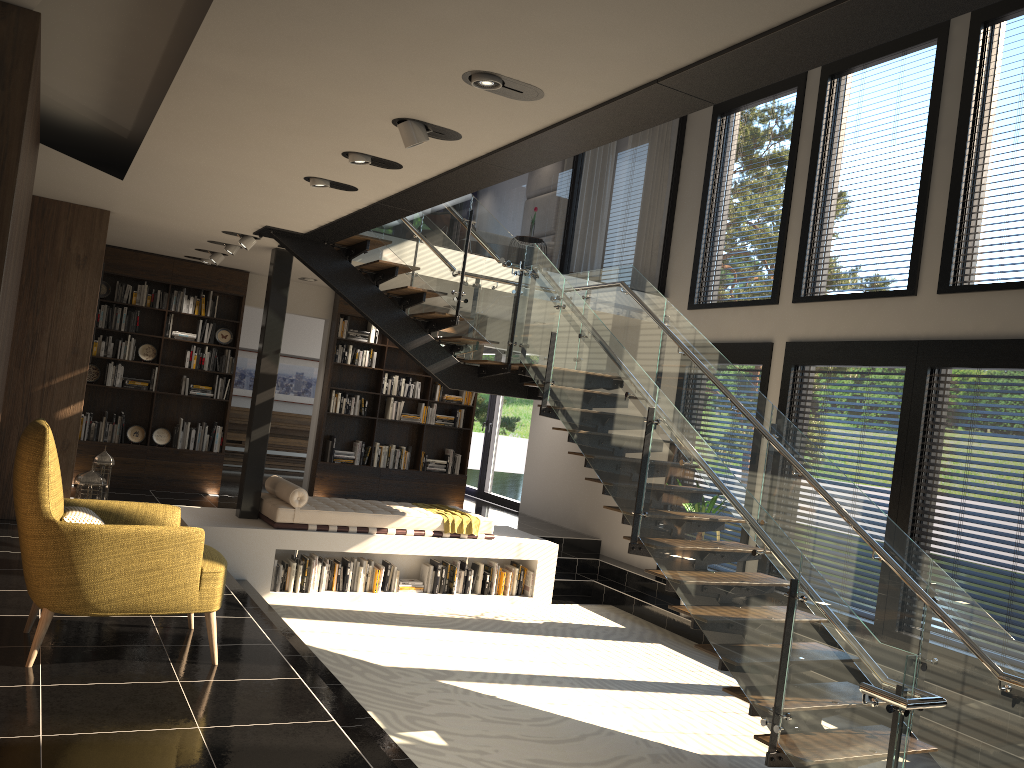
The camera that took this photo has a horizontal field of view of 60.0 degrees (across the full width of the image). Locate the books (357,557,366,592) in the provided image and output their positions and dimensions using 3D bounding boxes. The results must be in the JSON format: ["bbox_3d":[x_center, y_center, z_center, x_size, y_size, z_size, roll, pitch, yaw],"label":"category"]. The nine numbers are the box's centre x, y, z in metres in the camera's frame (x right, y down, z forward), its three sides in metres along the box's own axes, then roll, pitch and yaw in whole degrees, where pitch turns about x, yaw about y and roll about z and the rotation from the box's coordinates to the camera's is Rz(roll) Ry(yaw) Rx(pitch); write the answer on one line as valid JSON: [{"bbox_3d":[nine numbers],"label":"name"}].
[{"bbox_3d":[-1.477,1.848,8.607,0.026,0.305,0.187,8,-1,-28],"label":"books"}]

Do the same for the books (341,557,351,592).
[{"bbox_3d":[-1.608,1.831,8.519,0.033,0.299,0.195,8,-1,-28],"label":"books"}]

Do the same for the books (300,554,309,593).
[{"bbox_3d":[-1.950,1.766,8.270,0.030,0.322,0.202,8,-1,-28],"label":"books"}]

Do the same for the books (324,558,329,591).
[{"bbox_3d":[-1.783,1.807,8.431,0.020,0.295,0.102,8,-1,-28],"label":"books"}]

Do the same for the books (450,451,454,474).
[{"bbox_3d":[-0.845,1.056,12.031,0.027,0.311,0.148,8,-1,-28],"label":"books"}]

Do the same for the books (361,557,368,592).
[{"bbox_3d":[-1.455,1.851,8.614,0.020,0.305,0.172,8,-1,-28],"label":"books"}]

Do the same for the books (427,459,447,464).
[{"bbox_3d":[-1.038,1.036,11.929,0.288,0.030,0.175,8,-2,-24],"label":"books"}]

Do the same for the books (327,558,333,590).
[{"bbox_3d":[-1.763,1.817,8.492,0.025,0.285,0.137,8,-1,-28],"label":"books"}]

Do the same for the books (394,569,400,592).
[{"bbox_3d":[-1.171,1.938,8.791,0.030,0.218,0.186,8,-2,-28],"label":"books"}]

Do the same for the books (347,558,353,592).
[{"bbox_3d":[-1.589,1.838,8.544,0.025,0.293,0.205,8,-1,-28],"label":"books"}]

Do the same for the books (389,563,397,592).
[{"bbox_3d":[-1.190,1.916,8.779,0.020,0.257,0.154,8,-1,-28],"label":"books"}]

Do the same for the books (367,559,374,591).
[{"bbox_3d":[-1.396,1.867,8.680,0.037,0.293,0.128,8,-1,-28],"label":"books"}]

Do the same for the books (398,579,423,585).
[{"bbox_3d":[-1.039,1.982,8.883,0.249,0.026,0.148,9,-2,-31],"label":"books"}]

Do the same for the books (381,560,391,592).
[{"bbox_3d":[-1.254,1.893,8.754,0.031,0.284,0.176,8,-1,-28],"label":"books"}]

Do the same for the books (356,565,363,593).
[{"bbox_3d":[-1.496,1.875,8.579,0.027,0.246,0.193,8,-1,-28],"label":"books"}]

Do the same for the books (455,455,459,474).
[{"bbox_3d":[-0.787,1.093,12.062,0.023,0.254,0.191,8,-1,-28],"label":"books"}]

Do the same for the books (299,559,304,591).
[{"bbox_3d":[-1.991,1.782,8.281,0.028,0.279,0.120,8,-1,-28],"label":"books"}]

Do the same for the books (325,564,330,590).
[{"bbox_3d":[-1.789,1.833,8.481,0.026,0.246,0.149,8,-1,-28],"label":"books"}]

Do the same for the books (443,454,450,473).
[{"bbox_3d":[-0.896,1.080,12.001,0.026,0.246,0.149,8,-1,-28],"label":"books"}]

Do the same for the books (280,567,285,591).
[{"bbox_3d":[-2.148,1.794,8.209,0.029,0.211,0.130,8,-1,-28],"label":"books"}]

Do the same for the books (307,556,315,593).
[{"bbox_3d":[-1.900,1.780,8.295,0.028,0.309,0.211,8,-1,-28],"label":"books"}]

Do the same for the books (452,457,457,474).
[{"bbox_3d":[-0.811,1.100,12.059,0.022,0.234,0.178,8,-1,-28],"label":"books"}]

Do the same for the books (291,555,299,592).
[{"bbox_3d":[-2.039,1.758,8.258,0.029,0.314,0.163,8,-1,-28],"label":"books"}]

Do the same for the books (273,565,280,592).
[{"bbox_3d":[-2.179,1.779,8.157,0.024,0.229,0.171,8,-1,-28],"label":"books"}]

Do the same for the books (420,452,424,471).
[{"bbox_3d":[-1.231,1.022,11.837,0.024,0.263,0.174,8,-1,-28],"label":"books"}]

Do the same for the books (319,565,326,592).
[{"bbox_3d":[-1.809,1.829,8.377,0.029,0.240,0.165,8,-1,-28],"label":"books"}]

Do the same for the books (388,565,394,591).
[{"bbox_3d":[-1.231,1.913,8.786,0.045,0.251,0.142,8,-1,-28],"label":"books"}]

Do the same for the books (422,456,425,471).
[{"bbox_3d":[-1.207,1.058,11.836,0.025,0.199,0.149,8,-1,-28],"label":"books"}]

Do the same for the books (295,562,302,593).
[{"bbox_3d":[-2.001,1.792,8.239,0.027,0.254,0.204,8,-2,-28],"label":"books"}]

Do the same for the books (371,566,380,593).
[{"bbox_3d":[-1.351,1.903,8.656,0.028,0.232,0.205,8,-2,-28],"label":"books"}]

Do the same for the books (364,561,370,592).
[{"bbox_3d":[-1.439,1.860,8.627,0.023,0.293,0.157,8,-1,-28],"label":"books"}]

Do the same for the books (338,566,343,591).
[{"bbox_3d":[-1.660,1.857,8.519,0.050,0.234,0.149,8,-1,-28],"label":"books"}]

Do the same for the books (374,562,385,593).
[{"bbox_3d":[-1.319,1.895,8.682,0.050,0.258,0.215,8,-2,-28],"label":"books"}]

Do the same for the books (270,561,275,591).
[{"bbox_3d":[-2.233,1.751,8.161,0.025,0.270,0.156,8,-1,-28],"label":"books"}]

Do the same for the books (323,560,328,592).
[{"bbox_3d":[-1.791,1.817,8.401,0.021,0.270,0.148,8,-1,-28],"label":"books"}]

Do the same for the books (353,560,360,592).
[{"bbox_3d":[-1.527,1.850,8.588,0.025,0.287,0.169,8,-1,-28],"label":"books"}]

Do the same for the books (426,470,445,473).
[{"bbox_3d":[-1.061,1.168,11.939,0.273,0.025,0.156,9,-2,-31],"label":"books"}]

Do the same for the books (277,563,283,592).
[{"bbox_3d":[-2.157,1.776,8.172,0.027,0.241,0.149,8,-1,-28],"label":"books"}]

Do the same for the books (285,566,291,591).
[{"bbox_3d":[-2.098,1.794,8.232,0.020,0.225,0.156,8,-1,-28],"label":"books"}]

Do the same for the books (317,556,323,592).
[{"bbox_3d":[-1.827,1.790,8.368,0.021,0.313,0.139,8,-1,-28],"label":"books"}]

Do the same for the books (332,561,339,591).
[{"bbox_3d":[-1.711,1.836,8.485,0.019,0.261,0.182,8,-1,-28],"label":"books"}]

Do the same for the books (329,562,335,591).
[{"bbox_3d":[-1.737,1.833,8.490,0.023,0.260,0.133,8,-1,-28],"label":"books"}]

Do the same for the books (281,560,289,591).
[{"bbox_3d":[-2.121,1.775,8.227,0.030,0.256,0.145,8,-1,-28],"label":"books"}]

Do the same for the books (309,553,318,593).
[{"bbox_3d":[-1.874,1.770,8.331,0.051,0.338,0.187,8,-1,-28],"label":"books"}]

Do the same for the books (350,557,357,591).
[{"bbox_3d":[-1.550,1.836,8.584,0.023,0.308,0.126,8,-1,-28],"label":"books"}]

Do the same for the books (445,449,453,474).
[{"bbox_3d":[-0.867,1.045,12.016,0.030,0.326,0.194,8,-1,-28],"label":"books"}]

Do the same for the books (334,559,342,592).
[{"bbox_3d":[-1.685,1.829,8.489,0.028,0.282,0.172,8,-1,-28],"label":"books"}]

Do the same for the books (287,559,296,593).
[{"bbox_3d":[-2.057,1.775,8.219,0.035,0.273,0.200,8,-1,-28],"label":"books"}]

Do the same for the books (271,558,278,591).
[{"bbox_3d":[-2.203,1.747,8.159,0.024,0.286,0.130,8,-1,-28],"label":"books"}]

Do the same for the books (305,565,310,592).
[{"bbox_3d":[-1.941,1.811,8.303,0.029,0.237,0.146,8,-1,-28],"label":"books"}]

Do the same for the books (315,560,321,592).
[{"bbox_3d":[-1.845,1.802,8.348,0.025,0.282,0.149,8,-1,-28],"label":"books"}]

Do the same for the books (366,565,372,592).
[{"bbox_3d":[-1.423,1.884,8.654,0.034,0.252,0.151,8,-1,-28],"label":"books"}]

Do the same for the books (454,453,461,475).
[{"bbox_3d":[-0.762,1.086,12.068,0.025,0.274,0.204,8,-1,-28],"label":"books"}]

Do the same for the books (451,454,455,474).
[{"bbox_3d":[-0.830,1.080,12.051,0.023,0.267,0.147,8,-1,-28],"label":"books"}]

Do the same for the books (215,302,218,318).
[{"bbox_3d":[-3.540,-0.880,10.577,0.022,0.195,0.135,8,-1,-28],"label":"books"}]

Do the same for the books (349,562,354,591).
[{"bbox_3d":[-1.576,1.851,8.573,0.029,0.271,0.128,8,-1,-28],"label":"books"}]

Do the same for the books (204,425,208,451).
[{"bbox_3d":[-3.655,0.641,10.550,0.011,0.300,0.153,8,-1,-28],"label":"books"}]
